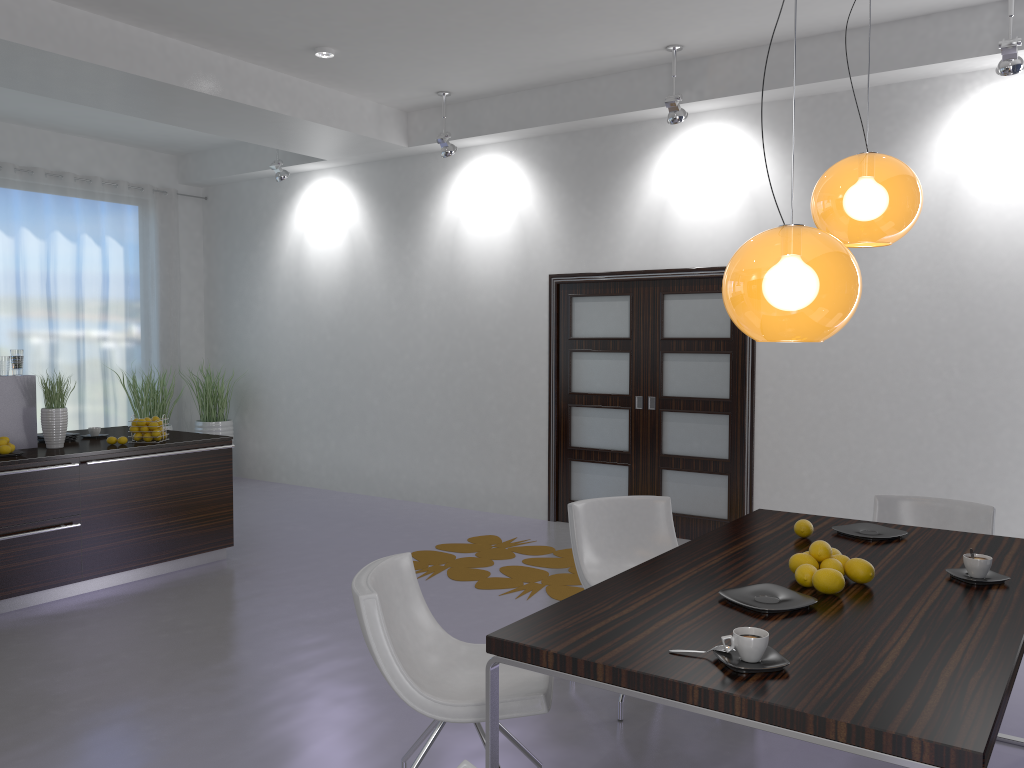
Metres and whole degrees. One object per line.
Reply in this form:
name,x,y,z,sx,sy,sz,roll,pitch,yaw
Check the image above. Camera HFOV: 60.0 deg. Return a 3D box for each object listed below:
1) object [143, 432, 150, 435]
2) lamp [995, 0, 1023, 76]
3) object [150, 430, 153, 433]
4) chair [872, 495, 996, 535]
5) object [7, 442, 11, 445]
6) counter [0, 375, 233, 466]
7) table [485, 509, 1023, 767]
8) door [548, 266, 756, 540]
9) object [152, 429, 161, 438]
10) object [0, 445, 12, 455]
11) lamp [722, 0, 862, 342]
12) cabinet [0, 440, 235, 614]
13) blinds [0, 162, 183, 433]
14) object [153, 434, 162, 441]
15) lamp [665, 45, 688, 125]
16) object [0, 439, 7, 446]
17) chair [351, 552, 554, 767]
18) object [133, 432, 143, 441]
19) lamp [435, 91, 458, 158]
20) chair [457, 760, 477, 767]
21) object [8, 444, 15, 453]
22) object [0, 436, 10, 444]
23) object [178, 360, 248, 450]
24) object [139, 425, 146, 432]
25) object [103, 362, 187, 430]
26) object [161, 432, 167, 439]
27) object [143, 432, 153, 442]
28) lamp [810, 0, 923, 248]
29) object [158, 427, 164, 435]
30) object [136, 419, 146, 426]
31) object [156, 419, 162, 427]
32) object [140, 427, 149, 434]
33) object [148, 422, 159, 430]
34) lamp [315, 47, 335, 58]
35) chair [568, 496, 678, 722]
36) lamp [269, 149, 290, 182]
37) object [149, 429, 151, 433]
object,-2.387,0.339,5.802,0.052,0.060,0.057,3,4,40
lamp,2.760,-1.961,4.903,0.150,0.511,0.185,2,4,35
object,-2.344,0.306,5.815,0.062,0.053,0.051,3,4,43
chair,1.805,0.935,3.902,0.508,0.805,0.620,2,4,35
object,-2.938,0.367,5.167,0.051,0.053,0.063,-1,3,-15
counter,-3.390,0.613,5.131,1.302,1.300,3.291,2,4,35
table,0.976,1.003,2.792,1.127,0.783,2.046,2,4,35
door,1.087,0.144,6.990,1.764,2.061,0.220,2,4,35
object,-2.310,0.320,5.755,0.052,0.054,0.061,1,3,12
object,-2.894,0.376,5.059,0.060,0.058,0.070,2,4,33
lamp,0.750,-1.099,2.338,0.358,1.974,0.359,3,4,40
cabinet,-3.383,0.837,5.135,1.377,0.852,3.285,2,4,35
blinds,-4.392,-0.479,8.500,0.120,3.112,2.830,2,4,35
object,-2.317,0.346,5.797,0.063,0.053,0.051,3,4,43
lamp,1.114,-2.024,6.037,0.150,0.511,0.185,2,4,35
object,-2.929,0.341,5.088,0.053,0.047,0.061,2,4,38
chair,-0.181,0.988,2.806,0.620,0.805,0.508,0,3,5
object,-2.426,0.341,5.753,0.052,0.057,0.060,2,4,36
lamp,-0.532,-2.086,7.172,0.150,0.511,0.185,2,4,35
chair,0.225,1.051,1.615,0.508,0.805,0.620,2,3,30
object,-2.901,0.374,5.123,0.052,0.054,0.061,1,3,12
object,-2.945,0.328,5.138,0.063,0.048,0.053,0,3,1
object,-3.209,0.375,9.370,0.713,1.334,0.656,1,3,19
object,-2.420,0.290,5.801,0.051,0.053,0.064,2,4,37
object,-3.558,0.404,8.809,0.656,1.334,0.713,2,4,35
object,-2.315,0.342,5.884,0.053,0.052,0.062,-1,3,-16
object,-2.366,0.346,5.765,0.064,0.063,0.074,-2,4,-35
lamp,1.213,-1.297,3.004,0.358,1.645,0.359,-3,4,-45
object,-2.315,0.309,5.824,0.051,0.055,0.061,1,3,14
object,-2.404,0.251,5.748,0.063,0.051,0.053,0,3,-8
object,-2.319,0.259,5.825,0.051,0.053,0.063,-3,4,-42
object,-2.384,0.295,5.758,0.052,0.053,0.062,0,3,6
object,-2.332,0.273,5.768,0.061,0.052,0.053,-3,4,-42
lamp,-1.283,-2.269,6.073,0.132,0.035,0.132,0,3,7
chair,0.566,0.934,3.868,0.508,0.805,0.620,-1,3,-20
lamp,-2.178,-2.149,8.307,0.150,0.511,0.185,2,4,35
object,-2.405,0.320,5.881,0.052,0.053,0.062,-1,3,-18
